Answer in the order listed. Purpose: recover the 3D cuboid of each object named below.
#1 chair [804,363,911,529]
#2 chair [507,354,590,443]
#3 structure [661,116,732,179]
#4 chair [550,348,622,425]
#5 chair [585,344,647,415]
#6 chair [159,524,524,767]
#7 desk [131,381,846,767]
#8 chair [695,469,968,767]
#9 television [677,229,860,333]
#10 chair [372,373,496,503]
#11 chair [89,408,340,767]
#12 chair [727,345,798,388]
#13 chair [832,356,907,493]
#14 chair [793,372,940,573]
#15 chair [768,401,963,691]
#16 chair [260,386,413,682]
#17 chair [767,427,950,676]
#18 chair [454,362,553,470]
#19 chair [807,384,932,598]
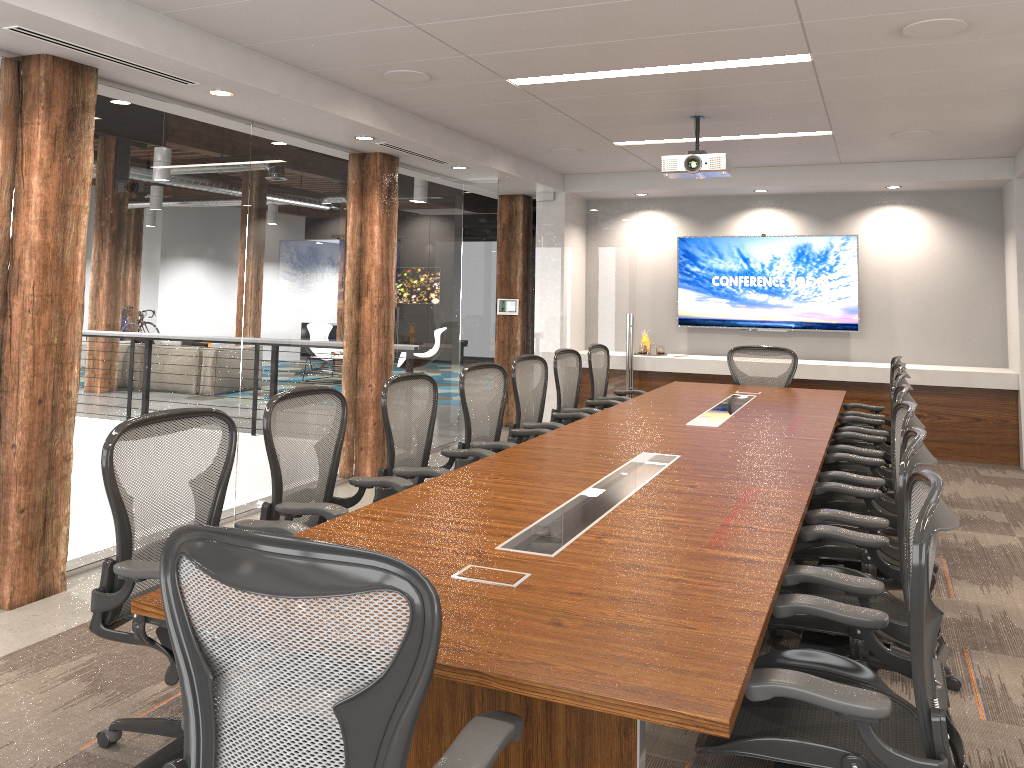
[{"bbox_3d":[2.305,0.398,5.808,0.761,1.102,0.796,0,-2,33],"label":"chair"},{"bbox_3d":[0.339,0.368,5.762,0.761,1.101,0.796,1,-1,15],"label":"chair"},{"bbox_3d":[1.360,-1.748,6.410,0.460,0.460,0.316,1,-1,23],"label":"structure"},{"bbox_3d":[0.612,0.291,6.547,0.792,1.102,0.765,1,-1,6],"label":"chair"},{"bbox_3d":[0.952,0.225,7.237,0.762,1.102,0.796,0,-1,29],"label":"chair"},{"bbox_3d":[-0.348,0.783,1.683,0.770,1.101,0.787,1,-1,-4],"label":"chair"},{"bbox_3d":[0.898,0.668,4.547,1.405,0.758,6.035,2,6,23],"label":"desk"},{"bbox_3d":[0.743,0.762,2.063,0.792,1.102,0.765,1,-1,16],"label":"chair"},{"bbox_3d":[2.752,-1.131,9.476,1.910,1.120,0.064,2,-4,23],"label":"television"},{"bbox_3d":[-0.292,0.511,4.290,0.761,1.101,0.796,1,-1,12],"label":"chair"},{"bbox_3d":[-0.955,0.651,2.845,0.792,1.102,0.765,1,-1,-4],"label":"chair"},{"bbox_3d":[2.099,0.240,7.280,0.770,1.102,0.787,1,-1,6],"label":"chair"},{"bbox_3d":[2.609,0.326,6.543,0.761,1.101,0.797,0,-1,24],"label":"chair"},{"bbox_3d":[2.006,0.475,5.022,0.792,1.102,0.765,1,-1,8],"label":"chair"},{"bbox_3d":[1.374,0.619,3.540,0.792,1.102,0.765,1,-1,4],"label":"chair"},{"bbox_3d":[-0.676,0.576,3.604,0.792,1.102,0.765,1,-1,4],"label":"chair"},{"bbox_3d":[1.034,0.685,2.853,0.762,1.101,0.795,0,-1,22],"label":"chair"},{"bbox_3d":[0.021,0.437,5.050,0.792,1.102,0.765,1,-1,8],"label":"chair"},{"bbox_3d":[1.659,0.541,4.327,0.761,1.101,0.797,0,-1,24],"label":"chair"}]
